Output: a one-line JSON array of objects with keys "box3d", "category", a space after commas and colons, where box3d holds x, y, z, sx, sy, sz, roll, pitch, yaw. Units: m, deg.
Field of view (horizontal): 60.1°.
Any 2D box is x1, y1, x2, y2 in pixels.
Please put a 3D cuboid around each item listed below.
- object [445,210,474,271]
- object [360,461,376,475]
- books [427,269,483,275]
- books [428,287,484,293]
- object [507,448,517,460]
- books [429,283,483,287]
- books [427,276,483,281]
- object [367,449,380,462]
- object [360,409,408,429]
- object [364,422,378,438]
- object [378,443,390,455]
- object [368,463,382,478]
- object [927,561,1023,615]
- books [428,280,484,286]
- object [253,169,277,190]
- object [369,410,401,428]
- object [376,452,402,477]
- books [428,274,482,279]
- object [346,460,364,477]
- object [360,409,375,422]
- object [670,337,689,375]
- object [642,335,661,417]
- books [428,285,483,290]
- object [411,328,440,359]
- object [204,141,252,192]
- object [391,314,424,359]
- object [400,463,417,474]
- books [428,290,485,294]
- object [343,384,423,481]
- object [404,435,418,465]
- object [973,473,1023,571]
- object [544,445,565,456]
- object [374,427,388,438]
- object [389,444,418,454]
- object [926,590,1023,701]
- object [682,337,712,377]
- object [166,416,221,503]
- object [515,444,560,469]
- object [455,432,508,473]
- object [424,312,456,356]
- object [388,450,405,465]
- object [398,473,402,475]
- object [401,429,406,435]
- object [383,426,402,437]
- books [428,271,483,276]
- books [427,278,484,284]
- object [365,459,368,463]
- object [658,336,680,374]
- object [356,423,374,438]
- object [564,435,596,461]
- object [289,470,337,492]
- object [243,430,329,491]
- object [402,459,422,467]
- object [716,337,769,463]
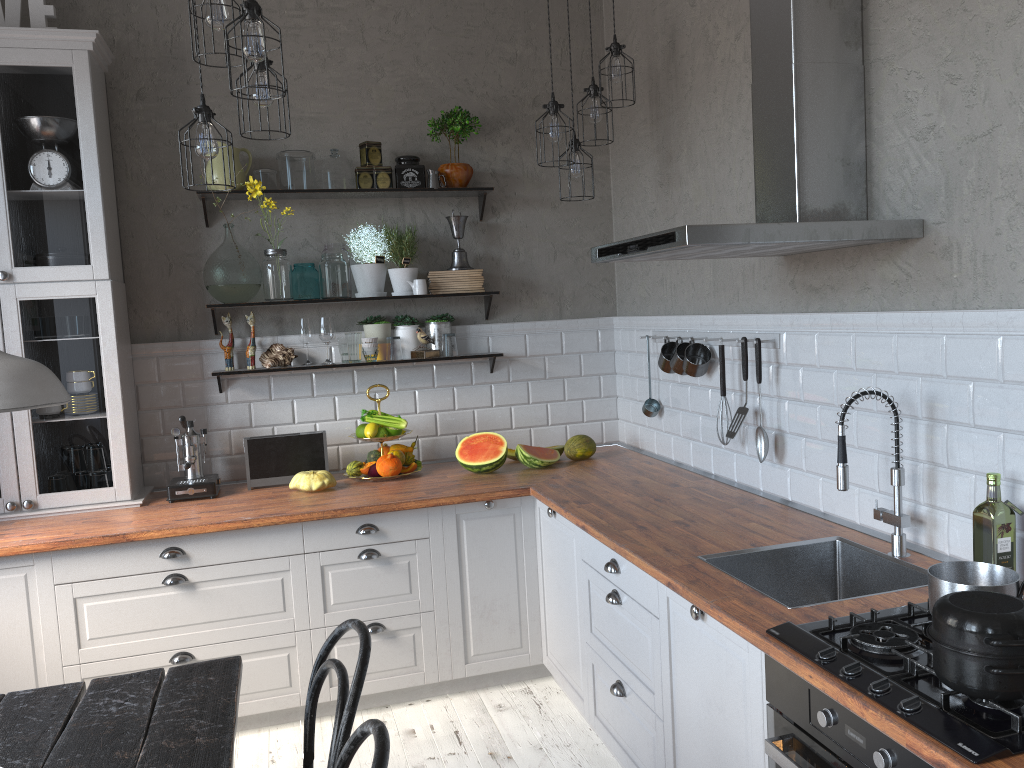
[{"box3d": [-0.258, -0.689, 4.268, 0.133, 0.288, 0.128, -6, 6, -31], "category": "object"}, {"box3d": [-0.652, 0.382, 4.000, 0.084, 0.057, 0.089, -2, 5, 16], "category": "object"}, {"box3d": [-0.275, -0.540, 4.277, 0.263, 0.011, 0.156, -4, 5, -10], "category": "books"}, {"box3d": [-0.270, -0.454, 4.285, 0.263, 0.011, 0.156, -4, 5, -10], "category": "books"}, {"box3d": [0.041, 0.336, 4.277, 0.200, 0.067, 0.102, -4, 5, -10], "category": "object"}, {"box3d": [-0.272, -0.476, 4.283, 0.262, 0.016, 0.157, -4, 5, -7], "category": "books"}, {"box3d": [-0.273, -0.508, 4.280, 0.263, 0.011, 0.156, -4, 5, -10], "category": "books"}, {"box3d": [-0.619, 0.335, 4.099, 0.078, 0.076, 0.155, -2, 5, 11], "category": "object"}, {"box3d": [-0.579, 0.156, 3.997, 0.212, 0.101, 0.066, -4, 5, -10], "category": "object"}, {"box3d": [-0.626, 0.207, 3.941, 0.059, 0.069, 0.079, -3, 5, 4], "category": "object"}, {"box3d": [-0.587, 0.322, 4.100, 0.086, 0.093, 0.085, -5, 5, -20], "category": "object"}, {"box3d": [-0.641, 0.389, 4.020, 0.071, 0.076, 0.224, -6, 6, -33], "category": "object"}, {"box3d": [1.021, 0.421, 1.825, 0.300, 0.134, 0.177, -1, 5, 18], "category": "object"}, {"box3d": [-0.272, -0.486, 4.282, 0.263, 0.011, 0.156, -4, 5, -10], "category": "books"}, {"box3d": [-1.110, -0.909, 3.995, 0.104, 0.111, 0.102, -5, 5, -16], "category": "object"}, {"box3d": [-0.568, 0.160, 4.071, 0.180, 0.096, 0.088, -3, 5, 4], "category": "object"}, {"box3d": [-0.545, 0.356, 3.919, 0.109, 0.111, 0.115, 1, 6, 42], "category": "object"}, {"box3d": [-0.274, -0.519, 4.279, 0.262, 0.016, 0.157, -3, 5, -4], "category": "books"}, {"box3d": [-0.700, 0.379, 4.022, 0.076, 0.072, 0.153, -2, 5, 14], "category": "object"}, {"box3d": [-0.645, 0.140, 3.980, 0.074, 0.058, 0.050, -7, 6, -39], "category": "object"}, {"box3d": [0.721, -0.116, 3.689, 0.109, 0.161, 0.135, -4, 5, -13], "category": "object"}, {"box3d": [0.634, -0.035, 4.070, 0.078, 0.379, 0.081, -5, 5, -16], "category": "object"}, {"box3d": [-0.271, -0.465, 4.284, 0.262, 0.016, 0.157, -3, 5, -4], "category": "books"}, {"box3d": [-0.409, -0.196, 4.207, 0.098, 0.147, 0.121, 1, 6, 42], "category": "object"}, {"box3d": [-1.253, -0.946, 3.889, 0.191, 0.216, 0.173, -3, 5, -2], "category": "object"}, {"box3d": [-0.505, -0.230, 4.266, 0.172, 0.214, 0.149, -2, 5, 14], "category": "object"}, {"box3d": [-0.474, 0.380, 4.012, 0.088, 0.051, 0.069, 0, 6, 32], "category": "object"}, {"box3d": [-0.270, -0.443, 4.286, 0.264, 0.011, 0.156, -4, 5, -13], "category": "books"}, {"box3d": [-0.596, 0.211, 4.022, 0.358, 0.426, 0.345, -6, 6, -31], "category": "object"}, {"box3d": [-0.474, 0.306, 4.082, 0.061, 0.120, 0.126, -2, 5, 9], "category": "object"}, {"box3d": [1.152, 0.350, 2.088, 0.090, 0.282, 0.081, -5, 5, -15], "category": "object"}, {"box3d": [0.180, 0.331, 4.219, 0.117, 0.073, 0.204, 1, 6, 38], "category": "object"}, {"box3d": [-0.589, 0.225, 3.969, 0.064, 0.061, 0.066, -4, 5, -16], "category": "object"}, {"box3d": [-0.502, 0.301, 4.081, 0.129, 0.056, 0.058, -5, 5, -24], "category": "object"}, {"box3d": [0.819, 0.448, 1.529, 0.194, 0.147, 0.189, -7, 6, -36], "category": "object"}, {"box3d": [0.744, -0.107, 3.565, 0.108, 0.161, 0.137, -3, 5, 2], "category": "object"}, {"box3d": [-1.360, 0.300, 3.743, 0.208, 0.370, 0.349, -4, 5, -15], "category": "object"}, {"box3d": [0.128, 0.323, 4.022, 0.228, 0.127, 0.145, -6, 6, -33], "category": "object"}, {"box3d": [-0.136, 0.316, 3.993, 0.235, 0.174, 0.218, -3, 5, 6], "category": "object"}, {"box3d": [-0.347, -0.242, 4.322, 0.161, 0.213, 0.151, -5, 5, -18], "category": "object"}, {"box3d": [-0.526, 0.337, 4.001, 0.088, 0.078, 0.088, -2, 5, 11], "category": "object"}, {"box3d": [-0.535, 0.410, 4.057, 0.066, 0.014, 0.066, 0, 6, 32], "category": "object"}, {"box3d": [-0.512, 0.212, 4.058, 0.052, 0.050, 0.049, -4, 5, -6], "category": "object"}, {"box3d": [-0.543, 0.220, 4.018, 0.077, 0.062, 0.098, -7, 6, -42], "category": "object"}, {"box3d": [-0.275, -0.529, 4.278, 0.262, 0.016, 0.157, -4, 5, -7], "category": "books"}, {"box3d": [-0.273, -0.497, 4.281, 0.264, 0.011, 0.156, -4, 5, -13], "category": "books"}, {"box3d": [-0.616, 0.379, 4.115, 0.063, 0.048, 0.234, -8, 7, -43], "category": "object"}, {"box3d": [0.688, -0.125, 3.811, 0.109, 0.161, 0.136, -3, 5, -3], "category": "object"}, {"box3d": [-0.658, 0.218, 4.009, 0.097, 0.078, 0.099, -6, 5, -29], "category": "object"}, {"box3d": [0.324, 0.301, 4.209, 0.129, 0.119, 0.208, 1, 6, 37], "category": "object"}, {"box3d": [-0.852, 0.414, 3.786, 0.199, 0.083, 0.187, -4, 5, -15], "category": "object"}, {"box3d": [-1.002, 0.337, 3.945, 0.356, 0.226, 0.087, -4, 5, -17], "category": "object"}, {"box3d": [-0.522, 0.364, 4.122, 0.214, 0.044, 0.054, -1, 5, 22], "category": "object"}, {"box3d": [0.823, 0.052, 3.218, 0.082, 0.443, 0.325, -4, 5, -14], "category": "object"}]
